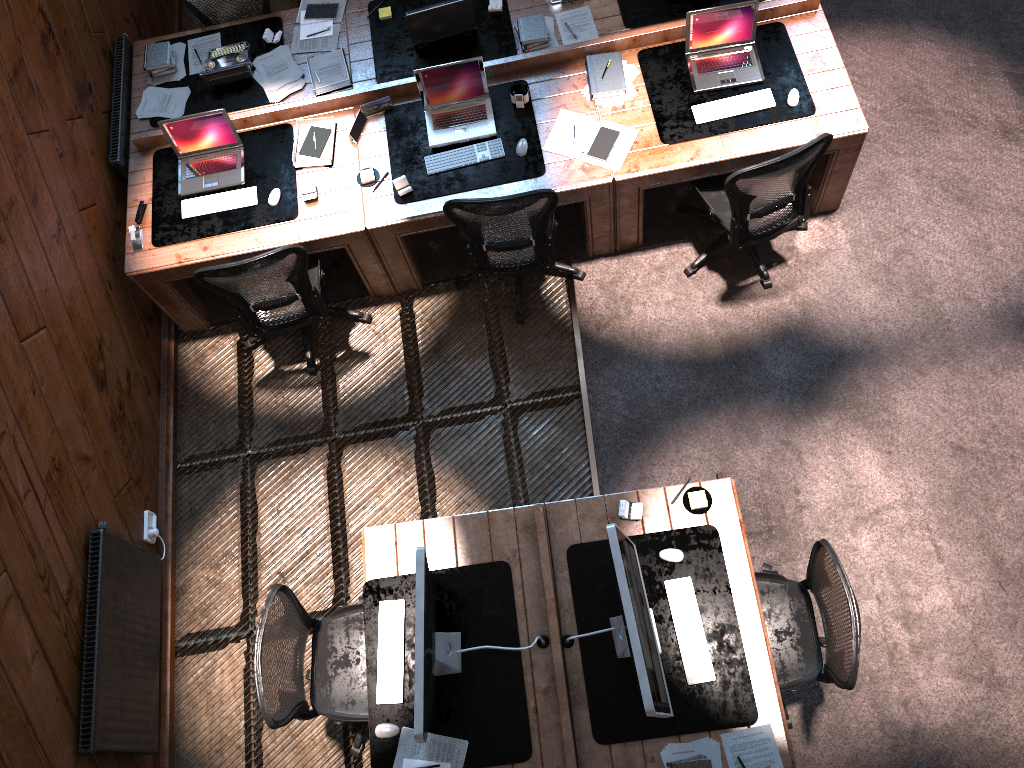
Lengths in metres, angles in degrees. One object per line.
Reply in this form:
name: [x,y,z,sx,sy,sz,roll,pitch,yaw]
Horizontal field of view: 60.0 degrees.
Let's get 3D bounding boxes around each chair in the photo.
chair: [1.275,-1.089,4.891,0.770,1.085,0.792,-39,68,-10]
chair: [1.150,1.131,3.953,0.792,1.085,0.770,-21,66,-2]
chair: [-0.048,-0.931,4.998,0.770,1.085,0.792,-21,66,-2]
chair: [-0.744,1.267,4.144,0.792,1.085,0.770,-21,66,-2]
chair: [-1.689,-2.095,5.714,0.770,1.085,0.792,-21,66,-2]
chair: [-1.368,-0.610,5.033,0.770,1.085,0.792,-30,66,-6]

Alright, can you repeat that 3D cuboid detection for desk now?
desk: [-0.211,-1.630,5.453,4.117,0.840,1.748,-10,66,3]
desk: [0.408,2.548,3.576,1.748,0.840,4.117,-8,66,4]

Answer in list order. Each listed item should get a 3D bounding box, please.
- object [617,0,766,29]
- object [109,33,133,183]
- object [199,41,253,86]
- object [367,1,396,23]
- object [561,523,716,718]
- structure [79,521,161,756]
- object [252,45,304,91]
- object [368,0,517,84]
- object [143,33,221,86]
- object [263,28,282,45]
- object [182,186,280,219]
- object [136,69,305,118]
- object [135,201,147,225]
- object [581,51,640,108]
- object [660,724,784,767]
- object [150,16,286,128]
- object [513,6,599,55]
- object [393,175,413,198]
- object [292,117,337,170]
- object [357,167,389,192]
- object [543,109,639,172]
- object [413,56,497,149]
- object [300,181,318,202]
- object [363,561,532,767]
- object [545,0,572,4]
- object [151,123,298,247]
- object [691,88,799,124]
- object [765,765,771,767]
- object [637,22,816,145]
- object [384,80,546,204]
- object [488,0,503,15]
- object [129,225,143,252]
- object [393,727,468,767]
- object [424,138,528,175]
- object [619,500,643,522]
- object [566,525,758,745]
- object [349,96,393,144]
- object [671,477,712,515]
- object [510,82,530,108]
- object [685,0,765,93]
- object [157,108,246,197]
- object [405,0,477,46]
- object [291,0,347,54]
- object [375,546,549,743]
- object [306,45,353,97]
object: [1.025,-2.448,5.278,0.848,0.008,0.687,-11,66,3]
object: [-2.346,-1.636,5.640,0.073,0.628,1.064,-10,66,3]
object: [-1.721,-1.961,5.351,0.322,0.116,0.290,-12,66,2]
object: [-0.785,-2.271,5.423,0.154,0.026,0.158,35,75,19]
object: [0.483,0.974,3.578,0.610,0.573,0.714,-11,66,3]
structure: [-1.887,1.249,4.339,0.073,0.628,1.064,-10,66,3]
object: [-1.412,-1.906,5.348,0.246,0.002,0.315,-28,66,-5]
object: [-0.430,-2.138,5.336,0.848,0.008,0.687,-11,66,3]
object: [-2.027,-2.021,5.431,0.478,0.098,0.319,-12,66,2]
object: [-1.461,-2.129,5.427,0.106,0.063,0.082,6,68,10]
object: [-1.584,-1.032,4.993,0.577,0.040,0.139,-7,66,4]
object: [-1.757,-1.754,5.334,1.058,0.002,0.356,-12,66,2]
object: [-2.109,-0.974,5.036,0.022,0.042,0.134,3,67,9]
object: [0.554,-1.719,4.994,0.325,0.065,0.363,4,67,9]
object: [0.851,1.560,3.527,0.478,0.098,0.319,-12,66,2]
object: [-1.801,-1.914,5.420,0.848,0.008,0.687,-11,66,3]
object: [0.251,-2.078,5.170,0.478,0.098,0.319,-12,66,2]
object: [-0.598,-1.082,4.865,0.082,0.063,0.106,-27,66,-4]
object: [-1.131,-1.379,5.074,0.229,0.060,0.316,-3,67,6]
object: [-0.796,-1.158,4.951,0.154,0.026,0.158,30,74,18]
object: [0.427,-1.351,4.876,0.467,0.017,0.304,21,71,15]
object: [-0.310,-1.542,4.876,0.380,0.288,0.320,-10,66,3]
object: [-1.131,-1.068,4.937,0.082,0.063,0.106,-13,66,2]
object: [-0.298,1.233,3.869,0.687,0.008,0.848,-9,66,4]
object: [0.280,-2.452,5.345,0.325,0.065,0.363,-1,67,7]
object: [-1.648,-1.145,5.069,0.848,0.008,0.687,-11,66,3]
object: [1.272,-1.526,4.830,0.577,0.040,0.139,-10,66,3]
object: [1.037,1.598,3.505,0.054,0.064,0.159,-21,66,-2]
object: [1.177,-1.679,4.927,0.848,0.008,0.687,-11,66,3]
object: [-0.277,-1.369,4.985,0.848,0.008,0.687,-11,66,3]
object: [-0.099,-2.269,5.312,0.082,0.063,0.106,1,67,8]
object: [-2.112,-0.825,4.962,0.054,0.064,0.159,-17,66,0]
object: [-0.378,1.684,3.671,0.304,0.017,0.467,11,69,12]
object: [-0.198,-1.275,4.916,0.577,0.040,0.139,-11,66,3]
object: [0.539,0.571,4.013,0.106,0.063,0.082,6,68,10]
object: [0.628,1.062,3.821,0.687,0.008,0.848,-9,66,4]
object: [-0.837,-1.538,5.089,0.129,0.083,0.347,37,76,20]
object: [0.829,0.520,4.016,0.154,0.026,0.158,35,75,19]
object: [0.044,-1.620,4.986,0.099,0.138,0.078,1,67,8]
object: [1.167,-1.837,4.839,0.390,0.283,0.323,-8,66,4]
object: [-1.745,-1.297,4.990,0.390,0.283,0.323,-10,66,3]
object: [-0.441,-2.220,5.215,0.390,0.283,0.323,-15,66,1]
object: [-1.194,-2.225,5.461,0.304,0.017,0.467,2,67,8]
object: [-0.377,1.068,3.654,0.811,0.578,0.663,-42,68,-11]
object: [-1.095,-1.876,5.283,0.229,0.060,0.316,-17,66,0]
